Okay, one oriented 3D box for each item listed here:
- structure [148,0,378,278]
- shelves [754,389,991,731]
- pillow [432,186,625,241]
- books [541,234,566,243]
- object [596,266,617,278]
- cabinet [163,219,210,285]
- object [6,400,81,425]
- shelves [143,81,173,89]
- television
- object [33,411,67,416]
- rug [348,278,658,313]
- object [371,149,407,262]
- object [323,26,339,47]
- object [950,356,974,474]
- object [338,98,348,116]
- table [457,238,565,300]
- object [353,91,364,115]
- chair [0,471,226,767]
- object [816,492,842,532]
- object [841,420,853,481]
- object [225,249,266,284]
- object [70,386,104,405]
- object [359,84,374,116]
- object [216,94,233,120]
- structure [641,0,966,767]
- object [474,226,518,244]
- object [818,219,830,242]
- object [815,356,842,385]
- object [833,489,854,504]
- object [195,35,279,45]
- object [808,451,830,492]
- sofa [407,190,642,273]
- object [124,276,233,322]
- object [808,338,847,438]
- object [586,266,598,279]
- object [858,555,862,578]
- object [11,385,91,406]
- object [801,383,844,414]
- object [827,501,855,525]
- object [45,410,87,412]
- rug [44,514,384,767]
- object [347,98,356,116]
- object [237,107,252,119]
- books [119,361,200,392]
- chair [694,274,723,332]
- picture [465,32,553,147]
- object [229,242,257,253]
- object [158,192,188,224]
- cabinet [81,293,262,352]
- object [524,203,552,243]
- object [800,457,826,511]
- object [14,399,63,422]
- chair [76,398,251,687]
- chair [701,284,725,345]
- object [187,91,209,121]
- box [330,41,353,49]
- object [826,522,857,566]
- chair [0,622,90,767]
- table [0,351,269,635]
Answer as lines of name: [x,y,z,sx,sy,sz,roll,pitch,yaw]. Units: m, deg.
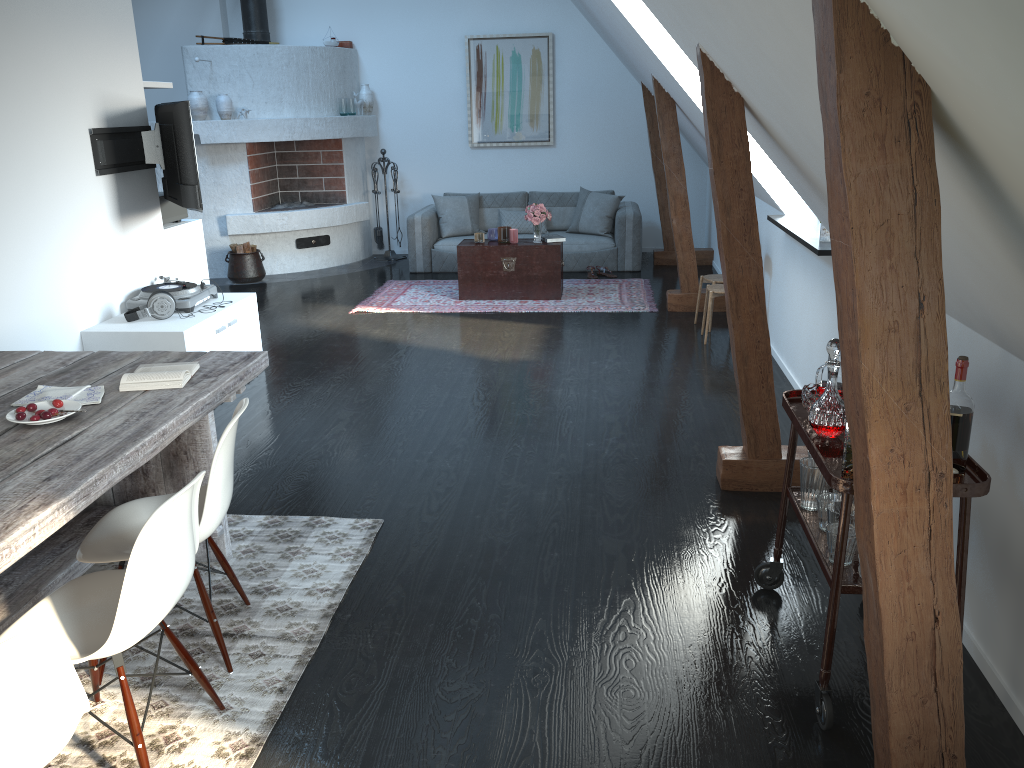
structure: [-3.114,-3.765,9.996,3.058,4.752,3.049,3,18,14]
shelves: [1.052,0.485,2.656,0.438,0.732,0.803,-1,17,2]
pillow: [0.168,-1.824,9.480,2.075,0.515,0.444,0,17,6]
books: [0.363,-1.315,8.008,0.179,0.034,0.243,-6,18,-15]
object: [0.958,-1.132,8.919,0.101,0.090,0.277,-14,21,-35]
cabinet: [-2.719,-0.682,6.384,0.869,0.921,0.638,0,17,6]
object: [-1.410,0.091,2.677,0.205,0.024,0.205,-2,17,-2]
shelves: [-3.142,-1.977,5.923,1.604,0.038,0.478,0,17,6]
television: [-2.308,-1.388,5.457,0.537,0.652,1.005,-11,20,-27]
object: [-1.394,0.087,2.676,0.110,0.011,0.058,2,18,10]
rug: [-0.027,-0.821,8.133,2.647,0.029,1.512,0,17,6]
object: [-1.431,-2.047,10.133,0.376,1.245,0.376,-6,18,-13]
object: [-1.968,-3.768,9.625,0.066,0.221,0.231,11,21,35]
object: [1.146,0.077,2.291,0.081,0.308,0.081,-2,17,-2]
object: [-1.819,-2.987,9.569,0.092,0.180,0.092,10,21,32]
table: [-0.006,-1.043,8.038,0.962,0.492,0.471,0,17,6]
object: [-1.702,-3.112,9.833,0.081,0.258,0.150,13,22,38]
chair: [-1.027,0.617,2.286,0.542,0.801,0.465,1,17,7]
object: [0.963,0.391,2.678,0.092,0.099,0.092,-6,18,-15]
object: [0.904,0.138,2.270,0.101,0.211,0.101,5,19,20]
object: [-2.743,-1.214,9.136,0.384,0.313,0.384,9,20,31]
object: [-1.412,0.041,2.852,0.182,0.014,0.185,-8,18,-19]
object: [-1.643,-3.187,9.994,0.165,0.368,0.165,-8,19,-21]
object: [-2.874,-2.755,8.868,0.158,0.274,0.158,15,24,43]
structure: [1.211,-0.391,3.430,1.023,1.963,12.350,0,17,6]
object: [-0.124,-1.350,7.993,0.413,0.138,0.215,4,18,17]
object: [1.581,-0.957,4.492,0.309,0.461,0.131,6,19,23]
object: [1.020,-0.035,2.823,0.087,0.206,0.087,9,20,30]
object: [1.058,0.316,2.816,0.087,0.155,0.087,-8,19,-20]
object: [-2.769,-3.473,8.967,0.783,0.094,0.311,-4,18,-8]
object: [1.005,0.293,2.895,0.087,0.155,0.087,-8,19,-20]
sofa: [0.162,-1.685,9.627,2.458,0.770,1.107,0,17,6]
object: [-2.056,-0.537,5.446,0.558,0.162,0.742,0,17,3]
object: [0.917,0.011,2.544,0.114,0.292,0.114,-8,19,-21]
object: [0.798,-1.123,8.903,0.101,0.090,0.277,-3,17,-5]
object: [0.981,0.468,2.393,0.095,0.119,0.095,-12,20,-30]
object: [-1.493,0.035,2.875,0.182,0.016,0.179,-1,17,1]
object: [0.999,0.067,2.692,0.245,0.092,0.151,10,21,33]
object: [0.958,0.413,2.572,0.095,0.119,0.095,-12,20,-30]
object: [-1.355,0.080,2.674,0.194,0.022,0.019,5,19,21]
rug: [-1.610,0.960,2.554,1.898,0.022,2.677,0,17,6]
object: [-1.757,-3.033,9.711,0.092,0.180,0.092,8,20,28]
object: [-2.693,-2.729,8.925,0.161,0.114,0.064,1,18,8]
books: [-1.206,-0.037,3.042,0.202,0.042,0.251,-3,17,-5]
chair: [1.604,-0.773,6.700,0.342,0.696,0.329,-5,18,-10]
picture: [-0.026,-3.274,9.904,0.965,1.185,0.025,0,17,6]
object: [-2.759,-1.288,9.096,0.240,0.370,0.270,0,17,5]
object: [-2.563,-1.204,6.143,0.435,0.211,0.496,0,17,5]
cabinet: [-2.044,-0.210,5.513,0.623,0.507,1.069,0,17,6]
object: [0.223,-1.440,7.894,0.234,0.351,0.235,-13,21,-32]
object: [0.953,0.319,2.815,0.087,0.155,0.087,-8,19,-20]
object: [-1.425,0.083,2.665,0.132,0.034,0.144,-8,19,-21]
chair: [-1.064,0.461,2.788,0.542,0.801,0.465,-4,17,-7]
chair: [1.544,-0.653,6.319,0.342,0.696,0.329,1,17,7]
object: [-3.136,-2.765,8.857,0.203,0.314,0.203,-4,18,-9]
box: [-1.903,-3.771,9.874,0.229,0.078,0.127,0,17,6]
object: [0.925,0.451,2.487,0.092,0.099,0.092,-6,18,-15]
chair: [-1.088,0.790,1.738,0.542,0.801,0.465,9,20,31]
table: [-1.609,0.597,2.420,1.141,0.788,2.421,0,17,6]
